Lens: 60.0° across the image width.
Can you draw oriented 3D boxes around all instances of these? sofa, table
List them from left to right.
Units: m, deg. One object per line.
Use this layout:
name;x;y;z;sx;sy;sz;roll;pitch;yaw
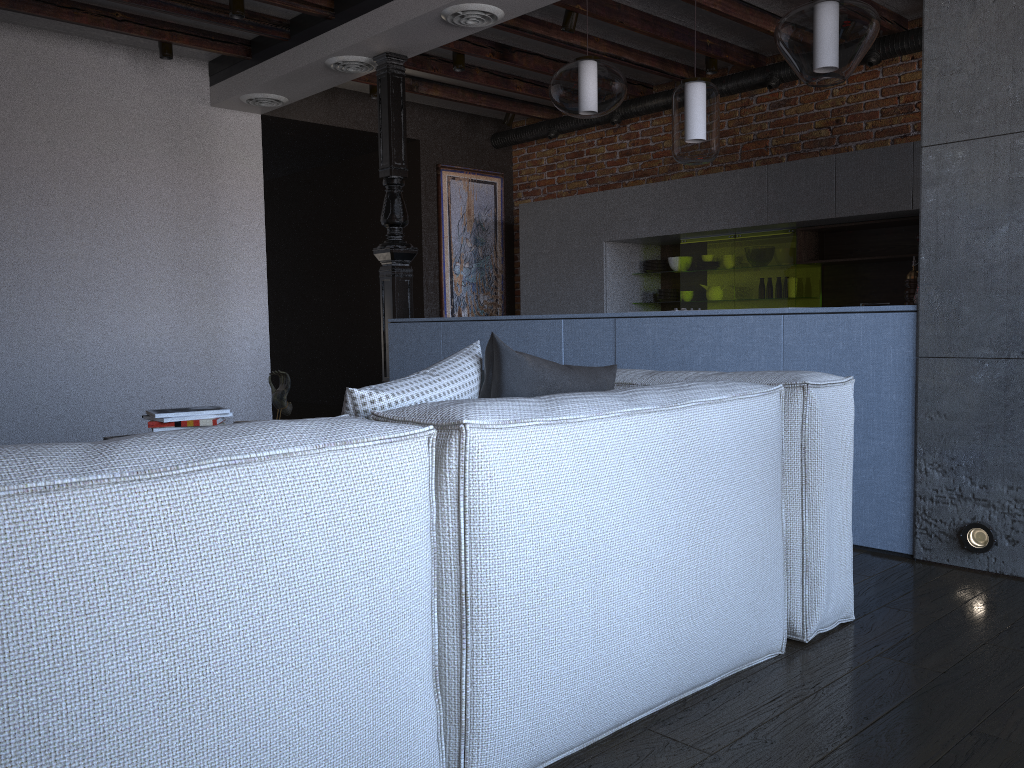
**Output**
sofa;-1.088;0.316;2.677;2.535;0.698;3.300;-5;5;-44
table;-0.974;0.383;3.279;0.842;0.389;0.848;-5;5;-43

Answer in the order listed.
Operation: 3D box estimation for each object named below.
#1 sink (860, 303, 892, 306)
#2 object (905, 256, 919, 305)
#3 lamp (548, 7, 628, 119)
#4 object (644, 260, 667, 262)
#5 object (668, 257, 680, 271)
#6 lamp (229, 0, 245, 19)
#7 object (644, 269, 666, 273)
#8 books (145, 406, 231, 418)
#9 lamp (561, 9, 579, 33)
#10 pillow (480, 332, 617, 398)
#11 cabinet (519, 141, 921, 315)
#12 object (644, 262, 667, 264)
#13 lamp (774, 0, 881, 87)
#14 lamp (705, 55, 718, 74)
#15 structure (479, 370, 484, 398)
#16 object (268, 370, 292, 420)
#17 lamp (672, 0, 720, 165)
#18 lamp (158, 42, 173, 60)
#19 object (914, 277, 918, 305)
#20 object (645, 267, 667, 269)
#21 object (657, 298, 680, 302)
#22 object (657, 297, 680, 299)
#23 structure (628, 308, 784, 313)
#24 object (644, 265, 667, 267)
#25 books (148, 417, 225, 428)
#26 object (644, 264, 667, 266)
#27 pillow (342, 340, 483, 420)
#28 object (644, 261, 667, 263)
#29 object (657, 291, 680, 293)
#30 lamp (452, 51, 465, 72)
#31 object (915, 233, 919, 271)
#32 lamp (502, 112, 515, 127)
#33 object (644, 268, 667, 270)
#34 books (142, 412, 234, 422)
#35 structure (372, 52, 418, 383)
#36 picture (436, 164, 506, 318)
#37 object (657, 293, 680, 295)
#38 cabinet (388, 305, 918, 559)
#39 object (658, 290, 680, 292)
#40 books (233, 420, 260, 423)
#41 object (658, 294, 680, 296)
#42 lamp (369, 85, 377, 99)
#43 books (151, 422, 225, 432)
sink;2.517;-0.356;5.395;0.381;0.287;0.827;-5;5;-43
object;1.439;-0.374;3.163;0.058;0.192;0.080;-1;4;-2
lamp;0.347;-1.566;4.081;0.364;0.665;0.364;1;5;30
object;1.146;-0.971;7.074;0.180;0.027;0.180;0;4;15
object;1.312;-0.929;6.911;0.191;0.113;0.191;-4;5;-35
lamp;-1.541;-2.128;4.911;0.116;0.184;0.082;0;4;7
object;1.147;-0.896;7.079;0.180;0.027;0.180;0;4;15
books;-1.211;0.103;3.314;0.268;0.014;0.196;-3;5;-32
lamp;0.344;-2.173;5.228;0.119;0.203;0.091;1;5;26
pillow;0.049;0.081;2.104;0.238;0.417;0.538;2;5;36
cabinet;1.763;-0.558;6.269;0.713;1.809;4.173;-5;6;-43
object;1.147;-0.950;7.075;0.180;0.027;0.180;0;4;15
lamp;1.148;-1.480;3.234;0.367;0.747;0.367;0;4;10
lamp;1.381;-2.268;6.197;0.110;0.184;0.082;0;4;19
structure;0.071;0.105;4.512;0.332;0.394;0.943;-5;6;-43
object;-0.957;0.052;3.659;0.099;0.223;0.093;-1;4;-3
lamp;0.760;-1.400;3.675;0.195;0.955;0.197;-2;4;-13
lamp;-2.221;-2.166;5.638;0.120;0.184;0.082;-1;4;-1
object;1.446;-0.342;3.105;0.069;0.135;0.069;1;5;27
object;1.147;-0.918;7.078;0.180;0.027;0.180;0;4;15
object;1.237;-0.660;7.006;0.180;0.027;0.180;0;4;15
object;1.237;-0.671;7.005;0.180;0.027;0.180;0;4;15
structure;0.947;-0.299;3.724;0.504;0.057;0.763;-5;5;-43
object;1.147;-0.929;7.077;0.180;0.027;0.180;0;4;15
books;-1.205;0.138;3.297;0.239;0.023;0.190;-2;4;-9
object;1.147;-0.939;7.076;0.180;0.027;0.180;0;4;15
pillow;-0.214;0.113;1.893;0.250;0.402;0.543;1;5;29
object;1.146;-0.961;7.075;0.180;0.027;0.180;0;4;15
object;1.236;-0.714;7.002;0.180;0.027;0.180;0;4;15
lamp;-0.373;-2.223;6.000;0.082;0.184;0.121;2;5;39
object;1.500;-0.425;3.232;0.061;0.283;0.061;-3;5;-29
lamp;-0.023;-2.334;7.691;0.130;0.207;0.091;0;4;19
object;1.147;-0.907;7.079;0.180;0.027;0.180;0;4;15
books;-1.211;0.118;3.316;0.268;0.014;0.196;-5;5;-44
structure;-2.551;-0.472;1.804;0.481;2.395;8.510;1;5;28
picture;-0.366;-1.244;8.182;0.780;1.471;0.067;-5;6;-43
object;1.237;-0.703;7.002;0.180;0.027;0.180;0;4;15
cabinet;0.537;0.090;4.187;0.607;0.844;2.960;-5;6;-43
object;1.236;-0.725;7.001;0.180;0.027;0.180;0;4;15
books;-1.009;0.159;3.533;0.182;0.029;0.129;-1;4;-6
object;1.237;-0.693;7.003;0.180;0.027;0.180;0;4;15
lamp;-1.055;-2.261;6.719;0.114;0.184;0.082;0;4;12
books;-1.213;0.158;3.321;0.251;0.023;0.209;-3;4;-24
